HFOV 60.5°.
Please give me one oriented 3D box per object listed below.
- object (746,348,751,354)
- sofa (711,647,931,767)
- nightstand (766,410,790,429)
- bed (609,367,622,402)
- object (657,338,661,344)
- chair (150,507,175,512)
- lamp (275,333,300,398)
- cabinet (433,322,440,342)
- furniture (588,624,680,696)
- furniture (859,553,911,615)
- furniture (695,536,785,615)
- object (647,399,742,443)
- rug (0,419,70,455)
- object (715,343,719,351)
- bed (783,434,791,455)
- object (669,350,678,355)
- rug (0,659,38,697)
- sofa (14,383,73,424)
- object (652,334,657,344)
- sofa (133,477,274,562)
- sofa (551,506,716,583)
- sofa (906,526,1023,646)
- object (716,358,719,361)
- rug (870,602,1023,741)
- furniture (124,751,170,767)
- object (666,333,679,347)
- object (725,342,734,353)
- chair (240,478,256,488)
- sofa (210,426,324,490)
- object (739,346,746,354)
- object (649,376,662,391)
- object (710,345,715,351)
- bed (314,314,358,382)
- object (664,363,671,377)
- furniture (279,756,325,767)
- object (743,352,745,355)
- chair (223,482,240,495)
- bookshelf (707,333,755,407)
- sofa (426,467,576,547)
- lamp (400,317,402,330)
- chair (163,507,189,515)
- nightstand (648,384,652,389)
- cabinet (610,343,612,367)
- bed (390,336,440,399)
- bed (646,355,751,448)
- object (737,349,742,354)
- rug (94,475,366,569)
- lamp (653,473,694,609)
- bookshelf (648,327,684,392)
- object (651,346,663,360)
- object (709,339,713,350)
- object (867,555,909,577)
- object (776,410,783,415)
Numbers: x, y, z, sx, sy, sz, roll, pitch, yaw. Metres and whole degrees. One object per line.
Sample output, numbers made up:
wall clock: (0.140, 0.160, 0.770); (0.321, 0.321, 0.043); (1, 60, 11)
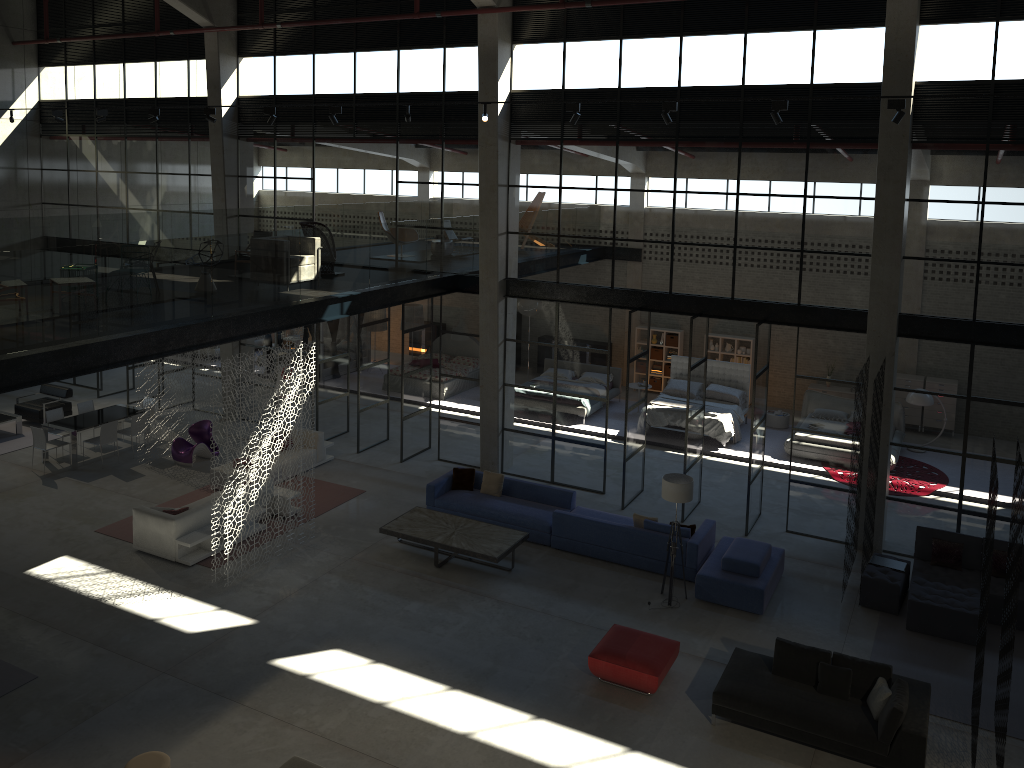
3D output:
object: (6.057, -0.834, 22.410); (0.143, 0.135, 0.143); (-9, 14, -44)
sofa: (3.320, 3.444, 9.452); (2.119, 0.552, 1.099); (8, 14, 27)
nightstand: (6.172, 0.829, 20.467); (0.582, 0.294, 0.488); (7, 13, 23)
bed: (1.302, 0.125, 21.682); (2.269, 0.854, 2.436); (8, 15, 27)
object: (3.921, -1.159, 23.527); (0.185, 0.129, 0.189); (0, 11, -9)
chair: (-5.341, 1.991, 13.540); (0.390, 0.267, 0.325); (2, 11, 2)
lamp: (-3.981, -0.354, 15.556); (0.443, 1.083, 0.444); (6, 9, 36)
cabinet: (-2.590, -1.304, 26.854); (1.046, 1.142, 0.456); (6, 8, 27)
furniture: (1.455, 3.259, 10.403); (0.859, 0.370, 0.869); (8, 14, 27)
furniture: (5.296, 2.810, 12.439); (0.513, 0.447, 0.974); (8, 14, 31)
furniture: (3.310, 2.625, 12.646); (0.955, 0.545, 1.563); (7, 14, 26)
object: (3.966, 0.781, 19.595); (2.296, 0.648, 0.661); (9, 13, 30)
rug: (-11.113, 1.192, 18.304); (2.424, 0.025, 3.449); (8, 16, 26)
object: (5.307, -0.963, 22.728); (0.100, 0.200, 0.101); (-4, 9, -34)
bed: (7.163, 0.946, 18.814); (2.255, 0.909, 2.599); (8, 15, 26)
object: (4.302, -0.824, 23.306); (0.261, 0.131, 0.059); (8, 9, 27)
rug: (-7.449, 3.565, 9.081); (2.662, 0.020, 3.691); (8, 16, 26)
sofa: (-10.508, 0.481, 19.693); (0.956, 0.746, 0.834); (7, 12, 27)
object: (3.801, -1.191, 23.412); (0.154, 0.244, 0.156); (4, 9, 19)
sofa: (-4.881, 2.059, 14.045); (0.953, 0.658, 2.174); (7, 14, 26)
sofa: (1.887, 2.288, 13.674); (2.349, 0.710, 1.071); (8, 13, 27)
sofa: (7.395, 2.936, 11.290); (4.175, 0.855, 1.856); (8, 14, 27)
object: (5.319, -0.555, 22.729); (0.100, 0.200, 0.100); (9, 10, 44)
rug: (6.256, 3.559, 10.435); (3.650, 0.020, 2.693); (9, 16, 27)
furniture: (-3.372, 3.699, 8.121); (0.401, 0.394, 0.408); (4, 10, 17)
object: (4.285, -1.164, 23.257); (0.325, 0.292, 0.329); (7, 12, 27)
object: (5.585, -0.937, 22.553); (0.166, 0.247, 0.169); (-1, 9, -17)
chair: (-4.455, 1.748, 14.539); (0.270, 0.317, 0.402); (6, 12, 29)
sofa: (-4.597, 1.423, 16.644); (0.947, 0.656, 2.183); (7, 14, 26)
object: (5.910, -0.873, 22.485); (0.174, 0.166, 0.178); (0, 10, -5)
object: (3.896, -0.015, 23.566); (0.325, 0.292, 0.329); (7, 12, 27)
object: (5.192, -0.940, 22.716); (0.111, 0.154, 0.111); (8, 11, 38)
bed: (-5.496, -1.420, 24.811); (2.261, 2.045, 2.349); (7, 12, 27)
object: (4.257, -0.368, 23.343); (0.325, 0.292, 0.329); (7, 12, 27)
furniture: (-1.783, 3.936, 7.321); (1.457, 0.392, 1.563); (8, 15, 27)
object: (5.902, -0.784, 22.340); (0.065, 0.062, 0.067); (-1, 11, -15)
chair: (-4.626, 1.806, 14.289); (0.270, 0.312, 0.400); (4, 11, 14)
bookshelf: (5.588, -0.368, 22.661); (1.247, 1.730, 0.334); (6, 8, 27)
sofa: (-0.189, 2.026, 14.766); (2.349, 0.594, 1.071); (8, 14, 27)
lamp: (-2.766, -1.288, 24.861); (0.802, 1.893, 0.693); (-1, 7, -21)
chair: (-5.111, 2.023, 13.395); (0.402, 0.330, 0.288); (-2, 10, -17)
nightstand: (3.060, 0.384, 21.159); (0.601, 0.688, 0.614); (1, 9, -1)
cabinet: (1.748, -0.661, 24.680); (2.094, 1.141, 0.456); (8, 9, 27)
bed: (-1.995, -0.583, 23.386); (2.042, 1.258, 2.380); (7, 14, 27)
bed: (4.188, 0.349, 19.989); (2.231, 1.393, 2.356); (7, 13, 26)
object: (5.804, -0.823, 22.388); (0.116, 0.110, 0.117); (7, 12, 29)
rug: (-4.669, 2.159, 15.025); (2.662, 0.020, 3.691); (8, 16, 26)
lamp: (2.215, 2.179, 12.067); (0.431, 1.716, 0.677); (4, 8, 24)
bookshelf: (3.916, -0.618, 23.517); (1.247, 1.730, 0.334); (6, 8, 27)
object: (3.922, -0.823, 23.480); (0.325, 0.292, 0.329); (7, 12, 27)
object: (5.186, -1.028, 22.844); (0.094, 0.258, 0.096); (0, 7, -12)
object: (5.376, 2.603, 12.539); (0.522, 0.098, 0.305); (10, 16, 32)
object: (6.227, 0.657, 20.393); (0.170, 0.088, 0.170); (12, 16, 40)
